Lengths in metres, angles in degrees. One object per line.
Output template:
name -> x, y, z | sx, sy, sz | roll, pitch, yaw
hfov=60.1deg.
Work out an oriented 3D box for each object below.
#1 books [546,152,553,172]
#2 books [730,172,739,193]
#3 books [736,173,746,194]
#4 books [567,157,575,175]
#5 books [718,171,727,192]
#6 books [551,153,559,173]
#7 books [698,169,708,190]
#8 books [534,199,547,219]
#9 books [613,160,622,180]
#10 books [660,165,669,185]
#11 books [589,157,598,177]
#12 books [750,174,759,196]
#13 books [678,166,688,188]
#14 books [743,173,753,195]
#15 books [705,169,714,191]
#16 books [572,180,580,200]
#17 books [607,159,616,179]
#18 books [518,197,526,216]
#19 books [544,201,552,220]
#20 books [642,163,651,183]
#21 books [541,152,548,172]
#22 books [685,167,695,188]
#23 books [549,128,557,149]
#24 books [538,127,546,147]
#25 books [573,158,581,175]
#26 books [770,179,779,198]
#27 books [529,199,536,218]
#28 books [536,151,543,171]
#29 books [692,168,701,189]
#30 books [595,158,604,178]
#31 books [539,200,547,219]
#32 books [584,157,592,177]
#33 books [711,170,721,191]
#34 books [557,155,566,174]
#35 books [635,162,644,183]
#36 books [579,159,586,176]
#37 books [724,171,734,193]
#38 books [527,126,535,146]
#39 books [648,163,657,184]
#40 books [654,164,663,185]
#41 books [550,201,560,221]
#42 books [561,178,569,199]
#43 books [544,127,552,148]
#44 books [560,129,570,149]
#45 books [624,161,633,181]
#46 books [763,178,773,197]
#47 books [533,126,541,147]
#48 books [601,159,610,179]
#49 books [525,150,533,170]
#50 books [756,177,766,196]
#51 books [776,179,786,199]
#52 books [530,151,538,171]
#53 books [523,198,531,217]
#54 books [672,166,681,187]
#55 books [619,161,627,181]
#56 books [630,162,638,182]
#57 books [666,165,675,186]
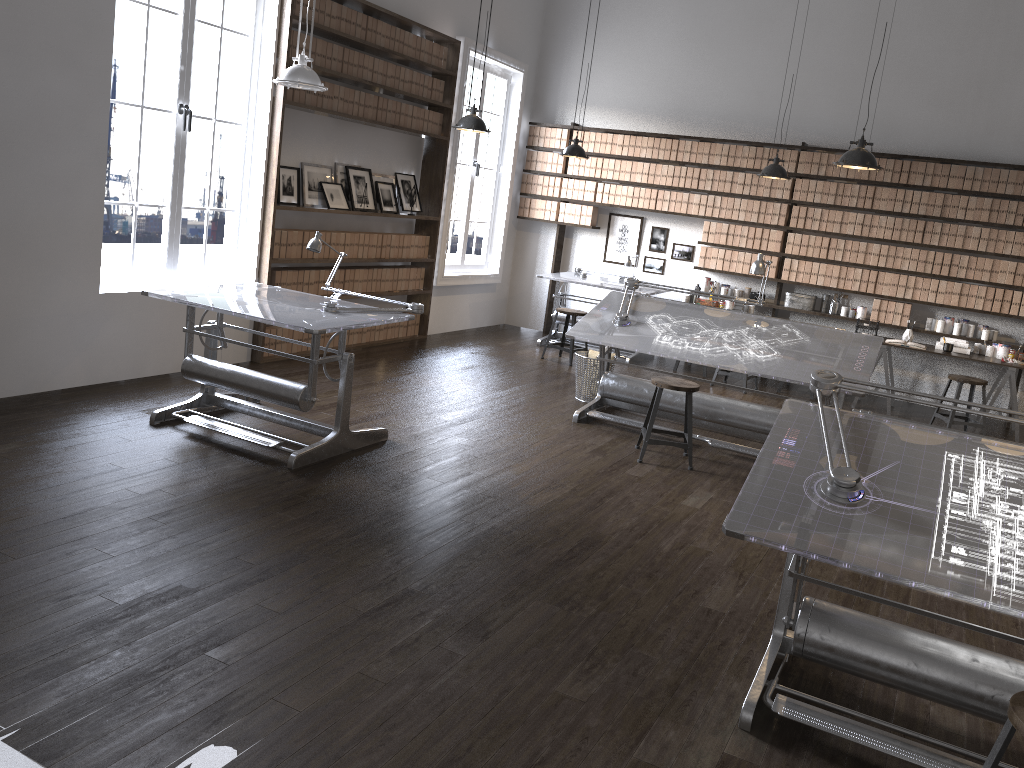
books -> 0.471, -2.581, 10.341 | 0.067, 0.224, 0.175 | 12, 11, 25
books -> 2.388, -2.130, 9.411 | 0.067, 0.224, 0.175 | 12, 11, 25
books -> 2.443, -2.117, 9.382 | 0.067, 0.224, 0.175 | 12, 11, 25
books -> 0.714, -2.520, 10.226 | 0.067, 0.224, 0.175 | 12, 11, 25
books -> 2.270, -2.158, 9.470 | 0.067, 0.224, 0.175 | 12, 11, 25
books -> 0.534, -2.568, 10.317 | 0.067, 0.224, 0.175 | 12, 11, 25
books -> 2.083, -2.202, 9.562 | 0.067, 0.224, 0.175 | 12, 11, 25
books -> 0.340, -2.061, 10.460 | 0.067, 0.224, 0.175 | 12, 11, 25
books -> 1.214, -2.404, 9.985 | 0.067, 0.224, 0.175 | 12, 11, 25
books -> 1.699, -2.290, 9.746 | 0.067, 0.224, 0.175 | 12, 11, 25
books -> 0.957, -2.464, 10.111 | 0.067, 0.224, 0.175 | 12, 11, 25
books -> 2.570, -2.088, 9.322 | 0.067, 0.224, 0.175 | 12, 11, 25
books -> 1.883, -2.248, 9.657 | 0.067, 0.224, 0.175 | 12, 11, 25
books -> 2.506, -2.102, 9.349 | 0.067, 0.224, 0.175 | 12, 11, 25
books -> 2.143, -2.186, 9.527 | 0.067, 0.224, 0.175 | 12, 11, 25
books -> 0.771, -2.239, 10.227 | 0.067, 0.224, 0.175 | 12, 11, 25
books -> 1.149, -2.418, 10.012 | 0.067, 0.224, 0.175 | 12, 11, 25
books -> 0.151, -2.106, 10.555 | 0.067, 0.224, 0.175 | 12, 11, 25
books -> 0.458, -2.033, 10.398 | 0.067, 0.224, 0.175 | 12, 11, 25
books -> 1.512, -2.333, 9.834 | 0.067, 0.224, 0.175 | 12, 11, 25
books -> 0.415, -2.596, 10.374 | 0.067, 0.224, 0.175 | 12, 11, 25
books -> 1.951, -2.232, 9.626 | 0.067, 0.224, 0.175 | 12, 11, 25
books -> 0.511, -2.851, 10.301 | 0.067, 0.224, 0.175 | 12, 11, 25
books -> 0.387, -2.879, 10.360 | 0.067, 0.224, 0.175 | 12, 11, 25
books -> 0.776, -2.504, 10.192 | 0.067, 0.224, 0.175 | 12, 11, 25
books -> 2.752, -2.045, 9.233 | 0.067, 0.224, 0.175 | 12, 11, 25
books -> 0.283, -2.075, 10.491 | 0.067, 0.224, 0.175 | 12, 11, 25
books -> 0.358, -2.608, 10.399 | 0.067, 0.224, 0.175 | 12, 11, 25
books -> 2.014, -2.216, 9.589 | 0.067, 0.224, 0.175 | 12, 11, 25
books -> 1.020, -2.448, 10.075 | 0.067, 0.224, 0.175 | 12, 11, 25
books -> 0.394, -2.048, 10.429 | 0.067, 0.224, 0.175 | 12, 11, 25
books -> 0.898, -2.477, 10.138 | 0.067, 0.224, 0.175 | 12, 11, 25
books -> 2.208, -2.172, 9.500 | 0.067, 0.224, 0.175 | 12, 11, 25
books -> 0.596, -2.554, 10.286 | 0.067, 0.224, 0.175 | 12, 11, 25
books -> 1.449, -2.348, 9.867 | 0.067, 0.224, 0.175 | 12, 11, 25
books -> 0.840, -2.489, 10.161 | 0.067, 0.224, 0.175 | 12, 11, 25
books -> 2.327, -2.143, 9.435 | 0.067, 0.224, 0.175 | 12, 11, 25
books -> 0.258, -2.909, 10.419 | 0.067, 0.224, 0.175 | 12, 11, 25
books -> 1.576, -2.319, 9.808 | 0.067, 0.224, 0.175 | 12, 11, 25
books -> 1.639, -2.305, 9.779 | 0.067, 0.224, 0.175 | 12, 11, 25
books -> 0.523, -2.018, 10.370 | 0.067, 0.224, 0.175 | 12, 11, 25
books -> 0.643, -2.267, 10.282 | 0.067, 0.224, 0.175 | 12, 11, 25
books -> 0.451, -2.865, 10.333 | 0.067, 0.224, 0.175 | 12, 11, 25
books -> 0.637, -2.821, 10.238 | 0.067, 0.224, 0.175 | 12, 11, 25
books -> 1.333, -2.375, 9.921 | 0.067, 0.224, 0.175 | 12, 11, 25
books -> 2.691, -2.058, 9.258 | 0.067, 0.224, 0.175 | 12, 11, 25
books -> 0.322, -2.894, 10.388 | 0.067, 0.224, 0.175 | 12, 11, 25
books -> 1.089, -2.433, 10.047 | 0.067, 0.224, 0.175 | 12, 11, 25
books -> 0.233, -2.638, 10.463 | 0.067, 0.224, 0.175 | 12, 11, 25
books -> 2.633, -2.073, 9.294 | 0.067, 0.224, 0.175 | 12, 11, 25
books -> 2.807, -2.032, 9.204 | 0.067, 0.224, 0.175 | 12, 11, 25
books -> 0.293, -2.623, 10.429 | 0.067, 0.224, 0.175 | 12, 11, 25
books -> 0.215, -2.090, 10.518 | 0.067, 0.224, 0.175 | 12, 11, 25
books -> 1.825, -2.260, 9.680 | 0.067, 0.224, 0.175 | 12, 11, 25
books -> 1.276, -2.389, 9.955 | 0.067, 0.224, 0.175 | 12, 11, 25
books -> 1.394, -2.362, 9.896 | 0.067, 0.224, 0.175 | 12, 11, 25
books -> 1.761, -2.275, 9.711 | 0.067, 0.224, 0.175 | 12, 11, 25
